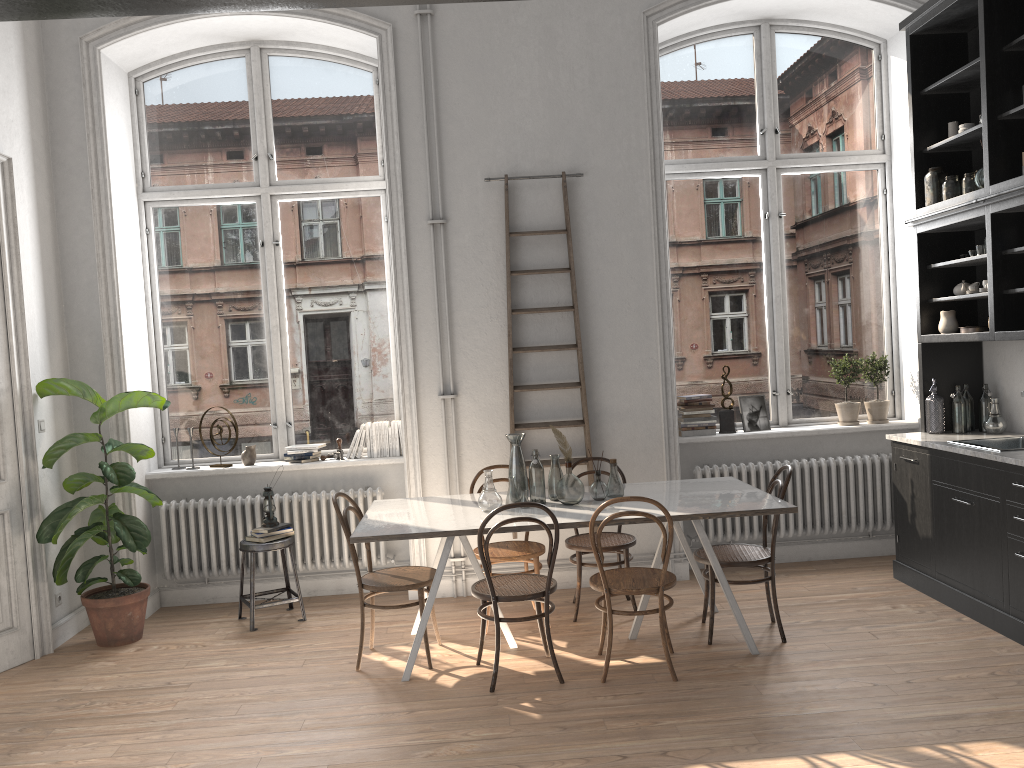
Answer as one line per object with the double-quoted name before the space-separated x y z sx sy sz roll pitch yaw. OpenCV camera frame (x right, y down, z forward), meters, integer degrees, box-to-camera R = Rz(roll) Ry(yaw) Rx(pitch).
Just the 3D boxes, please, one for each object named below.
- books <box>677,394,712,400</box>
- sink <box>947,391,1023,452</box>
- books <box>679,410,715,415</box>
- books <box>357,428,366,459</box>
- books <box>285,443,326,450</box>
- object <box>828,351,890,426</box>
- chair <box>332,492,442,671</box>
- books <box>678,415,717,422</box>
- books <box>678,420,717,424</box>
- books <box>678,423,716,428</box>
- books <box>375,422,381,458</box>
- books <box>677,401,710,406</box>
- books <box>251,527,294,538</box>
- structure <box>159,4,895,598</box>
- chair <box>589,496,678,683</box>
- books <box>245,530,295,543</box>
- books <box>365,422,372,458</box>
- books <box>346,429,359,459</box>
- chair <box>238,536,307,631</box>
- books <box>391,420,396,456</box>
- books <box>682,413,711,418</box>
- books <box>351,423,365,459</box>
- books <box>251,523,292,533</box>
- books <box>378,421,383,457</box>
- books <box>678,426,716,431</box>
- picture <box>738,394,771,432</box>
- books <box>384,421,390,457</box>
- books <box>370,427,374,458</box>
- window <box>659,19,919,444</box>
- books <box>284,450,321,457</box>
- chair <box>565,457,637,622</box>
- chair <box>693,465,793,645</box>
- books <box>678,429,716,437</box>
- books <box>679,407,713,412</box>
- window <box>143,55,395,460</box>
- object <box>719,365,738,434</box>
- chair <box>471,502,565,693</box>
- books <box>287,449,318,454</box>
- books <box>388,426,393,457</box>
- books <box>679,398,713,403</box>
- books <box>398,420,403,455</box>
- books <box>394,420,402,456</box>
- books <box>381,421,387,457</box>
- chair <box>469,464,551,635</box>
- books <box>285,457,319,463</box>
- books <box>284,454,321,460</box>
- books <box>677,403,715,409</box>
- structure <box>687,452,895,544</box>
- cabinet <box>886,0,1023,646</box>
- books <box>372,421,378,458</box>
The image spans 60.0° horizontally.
"books" 1.312 0.093 6.385 0.201 0.024 0.159 -4 2 -13
"sink" 2.813 0.298 4.944 0.514 0.505 0.526 -3 2 -3
"books" 1.328 0.200 6.386 0.222 0.024 0.158 -3 2 -3
"books" -1.059 0.418 6.284 0.072 0.203 0.155 -4 2 -3
"books" -1.455 0.443 6.258 0.244 0.019 0.174 -3 2 7
"object" 2.529 0.030 6.441 0.500 0.524 0.234 -4 3 -13
"chair" -0.665 1.035 4.819 0.549 0.921 0.437 -3 2 6
"books" 1.323 0.248 6.386 0.245 0.028 0.193 -4 2 -8
"books" 1.325 0.269 6.386 0.255 0.014 0.192 -3 2 0
"books" 1.317 0.289 6.371 0.249 0.023 0.175 -3 2 -2
"books" -0.943 0.391 6.288 0.019 0.244 0.174 -4 2 -3
"books" 1.307 0.137 6.377 0.231 0.023 0.162 -3 2 13
"books" -1.548 0.951 5.719 0.232 0.029 0.162 -5 2 -32
"structure" 0.085 -0.834 6.045 5.181 4.475 0.340 -3 3 -3
"chair" 0.602 0.974 4.433 0.438 0.921 0.549 -3 2 8
"books" -1.558 0.978 5.717 0.194 0.034 0.246 -2 3 38
"books" -1.014 0.395 6.306 0.024 0.243 0.175 -4 2 -3
"books" -1.123 0.425 6.285 0.105 0.194 0.155 -4 2 -4
"chair" -1.557 1.254 5.695 0.364 0.523 0.360 -5 3 -29
"books" -0.836 0.384 6.315 0.024 0.243 0.175 -4 2 -3
"books" 1.326 0.223 6.381 0.205 0.022 0.155 -3 2 11
"books" -1.085 0.403 6.281 0.100 0.235 0.174 -4 2 -3
"books" -1.548 0.928 5.719 0.147 0.027 0.221 -2 2 29
"books" -0.924 0.389 6.306 0.019 0.244 0.174 -4 2 -3
"books" 1.318 0.312 6.372 0.249 0.023 0.175 -4 2 -7
"picture" 1.740 0.214 6.448 0.221 0.264 0.149 -4 3 -19
"books" -0.880 0.387 6.291 0.019 0.244 0.174 -4 2 -3
"books" -0.985 0.413 6.288 0.020 0.205 0.155 -4 2 -3
"window" 7.790 -5.955 9.620 14.384 15.941 26.389 -3 2 -3
"books" -1.474 0.490 6.251 0.221 0.023 0.147 -3 2 13
"chair" 0.544 0.940 5.485 0.438 0.921 0.549 -3 2 4
"chair" 1.278 0.918 4.888 0.549 0.921 0.437 -3 2 10
"books" 1.318 0.345 6.375 0.248 0.043 0.192 -3 2 -3
"books" 1.323 0.178 6.379 0.205 0.022 0.155 -4 2 -8
"window" -1.727 -0.915 6.360 1.622 2.844 0.013 -3 3 -3
"object" 1.548 0.108 6.392 0.122 0.488 0.102 -2 3 22
"chair" 0.017 1.008 4.441 0.438 0.921 0.549 -4 2 -7
"books" -1.472 0.470 6.238 0.205 0.020 0.155 -4 2 -13
"books" -0.857 0.405 6.294 0.020 0.205 0.155 -4 2 -3
"books" 1.320 0.115 6.377 0.205 0.020 0.155 -3 2 -3
"books" -0.779 0.381 6.295 0.040 0.244 0.174 -4 2 -3
"books" -0.810 0.383 6.296 0.024 0.243 0.175 -4 2 -3
"books" -0.903 0.388 6.312 0.024 0.243 0.175 -4 2 -3
"chair" -0.023 0.977 5.379 0.438 0.921 0.549 -4 2 -5
"books" -1.480 0.535 6.257 0.147 0.023 0.221 -5 3 -44
"books" -1.475 0.512 6.253 0.205 0.022 0.155 -3 2 17
"books" 1.317 0.158 6.378 0.243 0.019 0.174 -3 2 -3
"structure" 2.023 0.801 6.282 1.577 0.552 0.194 -3 2 -3
"cabinet" 2.774 -0.479 4.144 0.635 3.584 3.249 -4 2 -3
"books" -0.964 0.393 6.278 0.024 0.243 0.175 -4 2 -3
